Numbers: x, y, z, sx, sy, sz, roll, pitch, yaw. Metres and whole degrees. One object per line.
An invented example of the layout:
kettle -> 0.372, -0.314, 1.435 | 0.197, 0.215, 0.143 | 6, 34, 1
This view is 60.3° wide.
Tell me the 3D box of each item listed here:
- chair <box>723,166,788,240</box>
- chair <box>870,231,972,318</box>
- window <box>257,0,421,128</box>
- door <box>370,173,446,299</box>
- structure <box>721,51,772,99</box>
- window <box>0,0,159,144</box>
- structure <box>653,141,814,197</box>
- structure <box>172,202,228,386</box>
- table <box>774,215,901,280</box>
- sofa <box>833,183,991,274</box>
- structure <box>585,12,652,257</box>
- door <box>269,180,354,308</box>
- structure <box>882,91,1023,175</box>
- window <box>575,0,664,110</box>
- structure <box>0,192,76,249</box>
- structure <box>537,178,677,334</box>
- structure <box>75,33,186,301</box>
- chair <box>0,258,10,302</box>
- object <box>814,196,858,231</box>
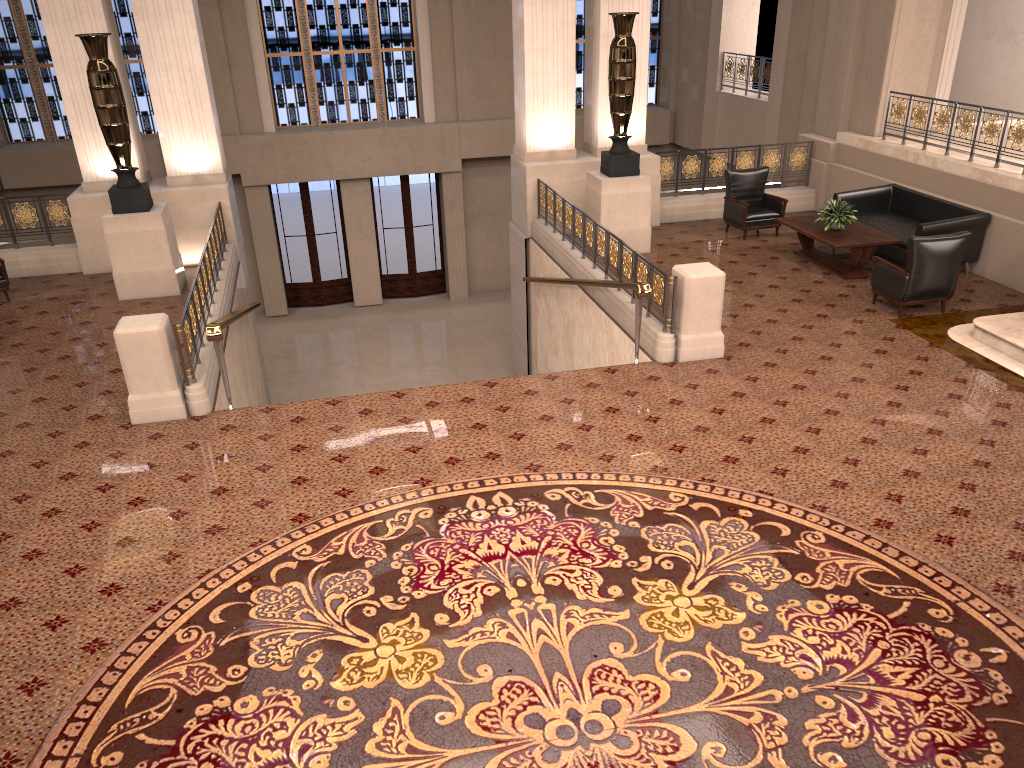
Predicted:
chair -> 3.310, -2.478, 12.062 | 0.644, 0.886, 0.687 | -10, 28, -15
chair -> 4.207, -1.190, 9.161 | 0.646, 0.886, 0.686 | -7, 27, -11
window -> -3.450, -7.892, 16.994 | 2.980, 5.623, 0.066 | -7, 29, -10
door -> -2.243, -3.238, 19.216 | 1.487, 2.859, 0.148 | -7, 29, -10
structure -> 4.280, -5.603, 15.994 | 0.031, 0.701, 2.061 | -8, 25, -11
window -> -8.429, -7.322, 16.099 | 2.980, 5.623, 0.066 | -7, 29, -10
structure -> 3.282, -3.185, 13.093 | 2.528, 0.687, 0.031 | -7, 28, -10
structure -> -3.229, -1.169, 9.401 | 0.079, 0.564, 4.720 | -7, 25, -10
table -> 3.912, -1.679, 10.767 | 0.836, 0.457, 1.411 | -7, 25, -11
sofa -> 4.804, -1.907, 10.865 | 0.872, 0.742, 1.838 | -7, 25, -11
structure -> 1.361, -3.111, 11.133 | 0.698, 2.926, 0.669 | -7, 28, -10
door -> -4.281, -3.005, 18.850 | 1.487, 2.859, 0.148 | -7, 29, -10
structure -> 5.554, -2.993, 10.547 | 0.032, 0.656, 3.533 | -8, 25, -11
window -> 1.700, -8.483, 17.920 | 2.980, 5.623, 0.066 | -7, 29, -10
structure -> -6.907, -2.018, 11.261 | 2.528, 0.687, 0.031 | -7, 28, -10
structure -> 0.900, -1.642, 10.143 | 0.079, 0.564, 4.722 | -8, 25, -11
structure -> -4.424, -2.448, 10.093 | 0.698, 2.926, 0.669 | -7, 28, -10
chair -> -6.381, -1.366, 10.317 | 0.702, 0.886, 0.630 | 21, 35, 38
object -> 3.889, -2.050, 10.551 | 0.499, 0.395, 0.503 | 8, 27, 19
